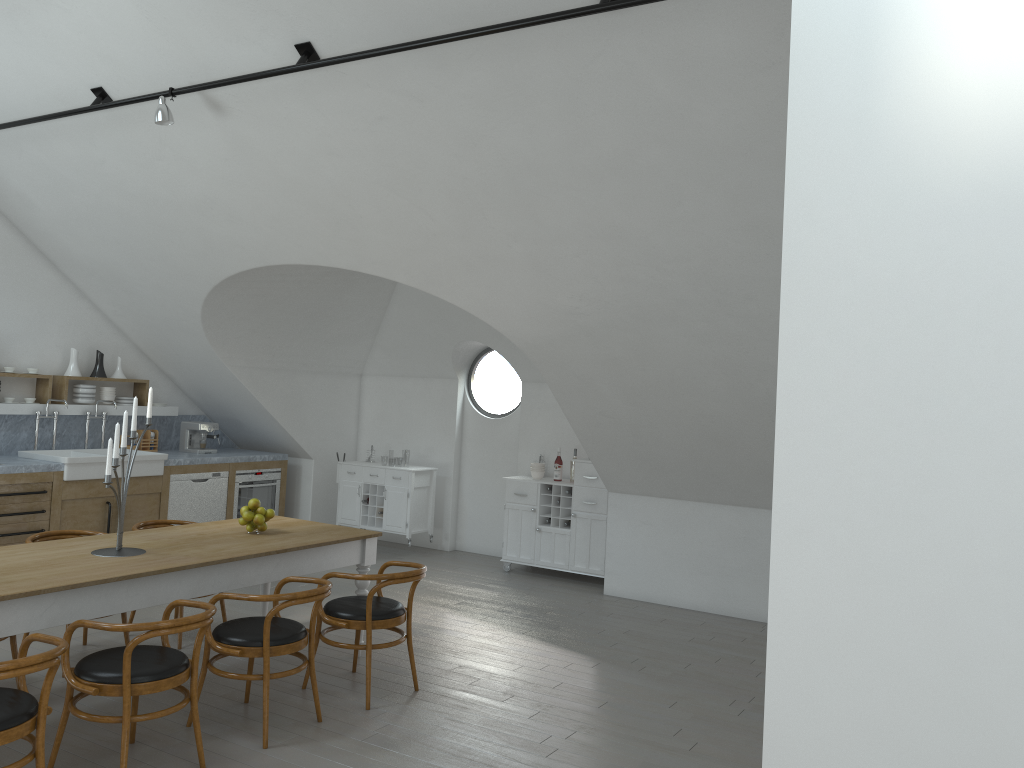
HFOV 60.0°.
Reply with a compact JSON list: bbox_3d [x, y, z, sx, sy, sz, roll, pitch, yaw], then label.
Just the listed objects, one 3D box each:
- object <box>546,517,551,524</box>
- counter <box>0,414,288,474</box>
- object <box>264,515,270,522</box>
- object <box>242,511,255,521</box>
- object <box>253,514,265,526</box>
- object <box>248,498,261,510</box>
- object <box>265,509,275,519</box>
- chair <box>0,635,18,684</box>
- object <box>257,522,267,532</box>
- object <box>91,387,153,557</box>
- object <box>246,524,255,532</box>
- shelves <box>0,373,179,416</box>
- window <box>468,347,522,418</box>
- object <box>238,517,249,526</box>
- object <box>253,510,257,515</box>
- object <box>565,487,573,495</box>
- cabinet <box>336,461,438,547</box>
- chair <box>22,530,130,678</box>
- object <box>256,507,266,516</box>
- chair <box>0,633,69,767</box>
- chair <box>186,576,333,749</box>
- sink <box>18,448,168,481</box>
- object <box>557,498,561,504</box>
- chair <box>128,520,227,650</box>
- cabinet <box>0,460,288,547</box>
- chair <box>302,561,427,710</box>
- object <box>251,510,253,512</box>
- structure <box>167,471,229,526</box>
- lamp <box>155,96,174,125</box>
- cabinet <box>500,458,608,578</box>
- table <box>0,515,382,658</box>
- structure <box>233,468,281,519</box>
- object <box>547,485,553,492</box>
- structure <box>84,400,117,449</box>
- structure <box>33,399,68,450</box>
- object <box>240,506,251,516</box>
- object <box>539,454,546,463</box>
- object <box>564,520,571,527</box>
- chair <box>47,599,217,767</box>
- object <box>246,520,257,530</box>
[{"bbox_3d":[0.448,1.327,8.639,0.156,0.085,0.330,2,-1,32],"label":"object"},{"bbox_3d":[-4.438,0.380,7.208,0.962,0.620,6.566,2,-1,31],"label":"counter"},{"bbox_3d":[-1.531,0.821,5.495,0.076,0.076,0.077,3,-2,-2],"label":"object"},{"bbox_3d":[-1.598,0.801,5.377,0.071,0.064,0.072,2,-2,24],"label":"object"},{"bbox_3d":[-1.539,0.824,5.388,0.071,0.072,0.070,3,-2,-5],"label":"object"},{"bbox_3d":[-1.583,0.738,5.445,0.072,0.074,0.072,2,-2,31],"label":"object"},{"bbox_3d":[-1.490,0.799,5.455,0.063,0.063,0.062,3,-2,-7],"label":"object"},{"bbox_3d":[-2.972,1.271,4.726,0.621,0.736,0.526,2,-2,28],"label":"chair"},{"bbox_3d":[-1.534,0.875,5.442,0.063,0.063,0.063,2,-2,42],"label":"object"},{"bbox_3d":[-2.030,0.449,4.732,0.265,0.876,0.774,3,-2,5],"label":"object"},{"bbox_3d":[-1.596,0.878,5.407,0.050,0.050,0.051,2,-2,35],"label":"object"},{"bbox_3d":[-4.847,-0.450,6.921,0.480,1.363,5.542,2,-1,25],"label":"shelves"},{"bbox_3d":[-0.135,-0.024,9.695,0.900,0.901,0.060,2,-3,31],"label":"window"},{"bbox_3d":[-1.640,0.837,5.414,0.060,0.056,0.059,2,-2,25],"label":"object"},{"bbox_3d":[-1.572,0.787,5.480,0.053,0.051,0.052,3,-2,2],"label":"object"},{"bbox_3d":[0.610,1.032,8.550,0.087,0.085,0.359,2,-1,31],"label":"object"},{"bbox_3d":[-1.395,1.270,9.578,1.135,0.790,0.496,2,-2,31],"label":"cabinet"},{"bbox_3d":[-2.652,1.296,5.381,0.621,0.736,0.526,2,-2,34],"label":"chair"},{"bbox_3d":[-1.535,0.780,5.423,0.053,0.057,0.058,5,-2,-45],"label":"object"},{"bbox_3d":[-1.956,1.304,3.215,0.621,0.736,0.526,2,-2,34],"label":"chair"},{"bbox_3d":[-1.234,1.358,4.475,0.621,0.736,0.526,2,-2,26],"label":"chair"},{"bbox_3d":[-3.772,0.719,8.011,0.727,0.202,1.019,2,-1,31],"label":"sink"},{"bbox_3d":[0.521,1.135,8.613,0.085,0.085,0.330,2,-1,30],"label":"object"},{"bbox_3d":[-2.273,1.324,5.996,0.621,0.736,0.526,2,-2,27],"label":"chair"},{"bbox_3d":[-4.500,1.197,7.099,1.004,1.023,6.419,2,-1,31],"label":"cabinet"},{"bbox_3d":[-0.806,1.388,5.060,0.621,0.736,0.526,2,-2,34],"label":"chair"},{"bbox_3d":[-1.603,0.770,5.522,0.062,0.060,0.062,2,-2,31],"label":"object"},{"bbox_3d":[-3.310,1.266,8.778,0.599,0.824,0.723,2,-2,31],"label":"structure"},{"bbox_3d":[-2.149,-1.695,5.494,0.112,0.175,0.114,3,-2,-6],"label":"lamp"},{"bbox_3d":[0.532,1.291,8.652,1.243,1.155,0.609,2,-2,31],"label":"cabinet"},{"bbox_3d":[-2.150,1.276,4.547,1.019,0.800,3.344,2,-1,31],"label":"table"},{"bbox_3d":[-2.916,1.200,9.428,0.631,0.637,0.631,2,-2,31],"label":"structure"},{"bbox_3d":[0.436,1.020,8.664,0.093,0.094,0.358,2,-1,31],"label":"object"},{"bbox_3d":[-3.853,0.418,8.409,0.333,0.530,0.214,3,-2,11],"label":"structure"},{"bbox_3d":[-4.103,0.399,7.990,0.333,0.530,0.214,3,-2,11],"label":"structure"},{"bbox_3d":[-1.634,0.783,5.441,0.066,0.071,0.072,3,-2,0],"label":"object"},{"bbox_3d":[0.285,0.824,9.038,0.115,0.209,0.065,2,-3,33],"label":"object"},{"bbox_3d":[0.593,1.336,8.544,0.081,0.081,0.358,2,-1,29],"label":"object"},{"bbox_3d":[-1.620,1.330,3.860,0.621,0.736,0.526,2,-2,31],"label":"chair"},{"bbox_3d":[-1.600,0.865,5.475,0.080,0.074,0.078,3,-2,-14],"label":"object"}]
